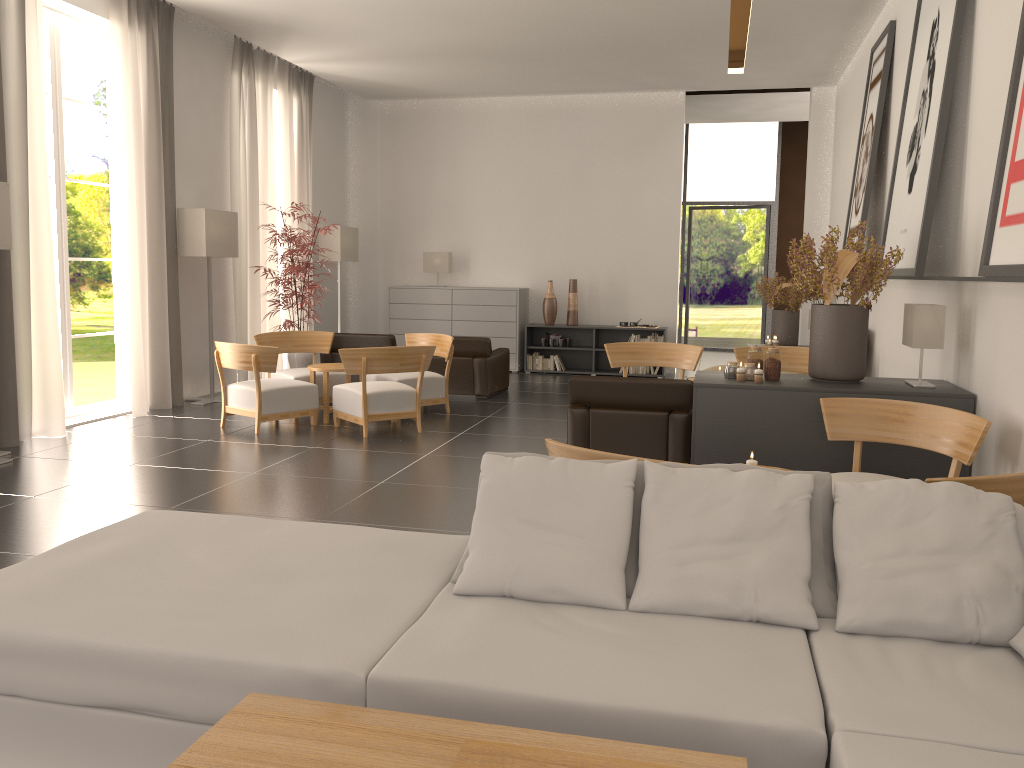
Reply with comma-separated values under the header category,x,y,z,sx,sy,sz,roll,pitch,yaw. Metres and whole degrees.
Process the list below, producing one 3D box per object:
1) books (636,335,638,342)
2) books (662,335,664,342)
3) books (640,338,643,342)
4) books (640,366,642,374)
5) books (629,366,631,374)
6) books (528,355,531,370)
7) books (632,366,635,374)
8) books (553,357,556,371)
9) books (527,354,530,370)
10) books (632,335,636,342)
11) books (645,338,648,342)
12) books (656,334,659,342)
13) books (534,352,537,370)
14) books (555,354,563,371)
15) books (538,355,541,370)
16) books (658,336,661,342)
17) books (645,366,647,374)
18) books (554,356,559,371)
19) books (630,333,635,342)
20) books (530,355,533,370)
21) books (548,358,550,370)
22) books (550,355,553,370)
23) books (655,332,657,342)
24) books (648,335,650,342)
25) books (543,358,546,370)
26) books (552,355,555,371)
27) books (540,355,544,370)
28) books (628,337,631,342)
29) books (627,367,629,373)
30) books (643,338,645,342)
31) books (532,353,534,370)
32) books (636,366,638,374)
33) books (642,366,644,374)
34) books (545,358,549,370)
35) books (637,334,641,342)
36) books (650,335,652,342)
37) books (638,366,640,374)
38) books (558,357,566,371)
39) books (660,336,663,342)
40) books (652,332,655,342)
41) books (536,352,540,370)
category,x,y,z,sx,sy,sz,roll,pitch,yaw
books,2.727,-0.911,19.326,0.019,0.324,0.255,2,7,13
books,3.275,-0.894,19.200,0.022,0.338,0.253,2,7,13
books,2.828,-0.875,19.351,0.054,0.248,0.167,2,7,13
books,2.826,-0.400,19.391,0.041,0.335,0.249,2,7,13
books,2.606,-0.430,19.440,0.041,0.376,0.249,2,7,13
books,0.414,-0.487,19.927,0.048,0.305,0.226,2,7,13
books,2.671,-0.403,19.423,0.057,0.327,0.258,2,7,13
books,0.945,-0.463,19.798,0.017,0.305,0.239,2,7,13
books,0.376,-0.504,19.920,0.022,0.338,0.253,2,7,13
books,2.636,-0.912,19.348,0.130,0.321,0.252,2,7,13
books,2.936,-0.870,19.327,0.054,0.248,0.167,2,7,13
books,3.161,-0.911,19.247,0.039,0.357,0.210,2,7,13
books,0.534,-0.522,19.899,0.029,0.385,0.220,2,7,13
books,1.053,-0.482,19.773,0.138,0.354,0.236,2,7,13
books,0.624,-0.484,19.873,0.039,0.318,0.236,2,7,13
books,3.196,-0.885,19.223,0.039,0.312,0.246,2,7,13
books,2.934,-0.397,19.356,0.020,0.341,0.268,2,7,13
books,1.015,-0.466,19.775,0.130,0.321,0.252,2,7,13
books,2.602,-0.931,19.363,0.138,0.354,0.236,2,7,13
books,0.456,-0.488,19.907,0.039,0.312,0.246,2,7,13
books,0.841,-0.444,19.862,0.054,0.248,0.167,2,7,13
books,0.894,-0.480,19.835,0.054,0.328,0.187,2,7,13
books,3.125,-0.926,19.249,0.029,0.385,0.220,2,7,13
books,2.982,-0.894,19.273,0.054,0.310,0.245,2,7,13
books,0.733,-0.449,19.887,0.054,0.248,0.167,2,7,13
books,0.924,-0.473,19.794,0.019,0.324,0.255,2,7,13
books,0.670,-0.478,19.858,0.054,0.310,0.245,2,7,13
books,2.542,-0.902,19.372,0.142,0.289,0.252,2,7,13
books,2.549,-0.415,19.446,0.071,0.343,0.266,2,7,13
books,2.882,-0.872,19.339,0.054,0.248,0.167,2,7,13
books,0.500,-0.510,19.913,0.039,0.357,0.210,2,7,13
books,2.752,-0.440,19.414,0.031,0.405,0.232,2,7,13
books,2.868,-0.433,19.380,0.041,0.403,0.245,2,7,13
books,0.787,-0.447,19.874,0.054,0.248,0.167,2,7,13
books,2.771,-0.915,19.350,0.054,0.328,0.187,2,7,13
books,3.030,-0.896,19.266,0.039,0.318,0.236,2,7,13
books,2.788,-0.424,19.412,0.041,0.376,0.221,2,7,13
books,1.108,-0.448,19.755,0.142,0.289,0.252,2,7,13
books,3.243,-0.881,19.223,0.048,0.305,0.226,2,7,13
books,3.070,-0.927,19.255,0.039,0.383,0.233,2,7,13
books,0.586,-0.518,19.880,0.039,0.383,0.233,2,7,13
